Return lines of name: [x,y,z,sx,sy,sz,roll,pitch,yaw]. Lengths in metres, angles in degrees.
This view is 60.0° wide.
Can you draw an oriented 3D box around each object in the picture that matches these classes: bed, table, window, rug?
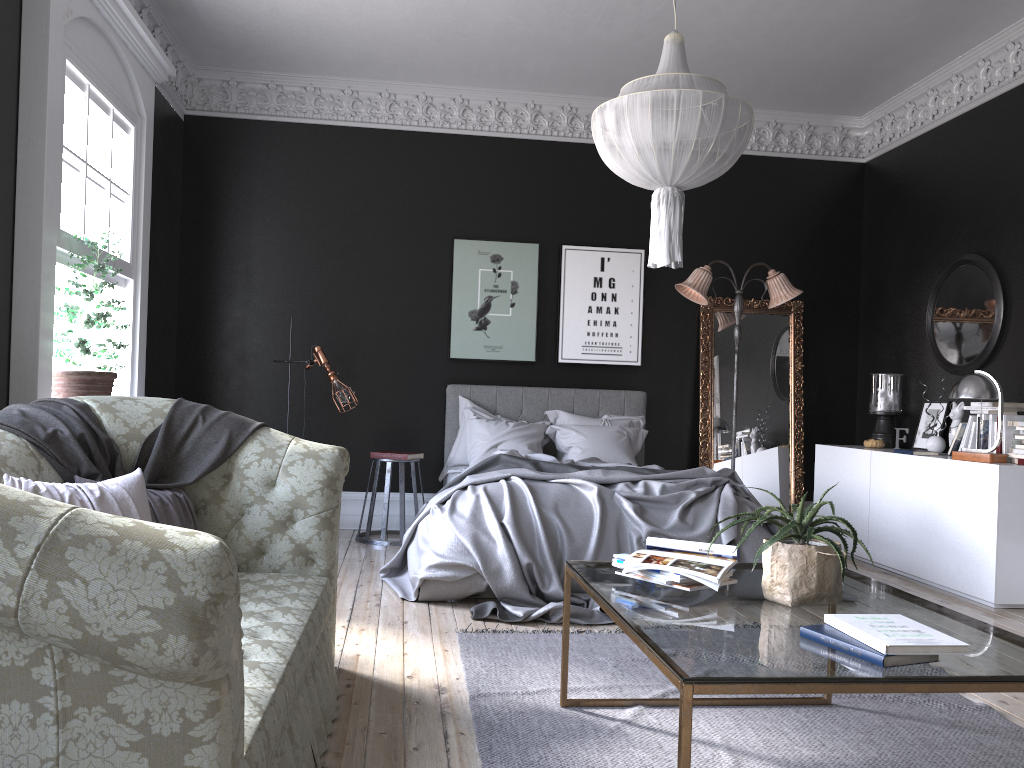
bed: [0.388,0.655,6.381,2.766,1.298,3.283,2,-1,-19]
table: [0.824,0.966,2.759,1.092,0.558,1.449,2,-1,-7]
window: [-2.503,-1.234,5.296,0.056,1.017,1.263,2,-1,-7]
rug: [0.959,1.238,2.824,2.106,0.050,3.645,2,-1,-6]

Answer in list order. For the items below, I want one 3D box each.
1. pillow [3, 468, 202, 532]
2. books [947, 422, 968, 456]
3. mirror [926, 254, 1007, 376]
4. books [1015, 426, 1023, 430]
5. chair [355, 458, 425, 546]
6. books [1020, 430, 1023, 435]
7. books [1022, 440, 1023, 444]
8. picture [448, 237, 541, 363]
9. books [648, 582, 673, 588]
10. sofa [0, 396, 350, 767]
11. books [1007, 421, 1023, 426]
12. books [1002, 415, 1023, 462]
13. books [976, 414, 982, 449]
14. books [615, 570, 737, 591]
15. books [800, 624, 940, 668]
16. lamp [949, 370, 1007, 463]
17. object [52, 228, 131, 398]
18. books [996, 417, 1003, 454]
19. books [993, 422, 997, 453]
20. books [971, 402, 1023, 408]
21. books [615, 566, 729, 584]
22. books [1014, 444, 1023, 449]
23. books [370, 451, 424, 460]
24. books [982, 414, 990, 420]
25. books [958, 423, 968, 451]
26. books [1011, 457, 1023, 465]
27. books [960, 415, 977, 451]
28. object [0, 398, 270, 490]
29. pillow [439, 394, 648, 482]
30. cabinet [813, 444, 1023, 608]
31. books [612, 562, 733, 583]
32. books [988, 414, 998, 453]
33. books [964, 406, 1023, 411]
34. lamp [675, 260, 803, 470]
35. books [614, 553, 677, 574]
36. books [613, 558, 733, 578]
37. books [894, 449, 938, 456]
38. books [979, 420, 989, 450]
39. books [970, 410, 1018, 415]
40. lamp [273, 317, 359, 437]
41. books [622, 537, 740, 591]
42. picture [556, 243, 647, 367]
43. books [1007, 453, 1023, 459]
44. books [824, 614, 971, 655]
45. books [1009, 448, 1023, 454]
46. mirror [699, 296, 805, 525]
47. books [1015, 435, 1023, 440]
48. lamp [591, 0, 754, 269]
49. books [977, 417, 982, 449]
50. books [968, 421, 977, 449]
pillow: [-1.367,0.519,3.125,0.405,0.461,0.964,2,-1,0]
books: [3.225,0.394,6.274,0.203,0.246,0.158,2,0,-7]
mirror: [3.437,-0.526,6.763,0.061,0.924,0.924,2,-1,-7]
books: [3.361,0.283,5.580,0.307,0.024,0.220,3,-1,-32]
chair: [-0.961,0.942,7.258,0.613,0.673,0.613,2,-1,37]
books: [3.340,0.309,5.574,0.220,0.030,0.306,2,-1,23]
books: [3.340,0.369,5.591,0.193,0.030,0.289,1,-1,24]
picture: [-0.154,-0.741,7.873,0.792,1.078,0.014,2,0,-7]
books: [0.537,0.669,3.055,0.162,0.023,0.231,2,-1,-6]
sofa: [-1.354,0.619,2.605,1.606,1.160,2.813,2,-1,-6]
books: [3.321,0.255,5.582,0.306,0.030,0.220,2,-1,13]
books: [3.314,0.359,5.796,0.220,0.308,0.050,2,0,-7]
books: [3.304,0.364,6.100,0.221,0.307,0.030,2,0,-7]
books: [0.551,0.651,2.990,0.252,0.011,0.318,3,-1,-40]
books: [0.915,0.666,2.279,0.193,0.030,0.289,2,-1,-23]
lamp: [3.023,0.206,5.763,0.328,0.590,0.340,2,0,-27]
object: [-2.335,-0.294,4.890,0.505,1.134,0.474,2,0,33]
books: [3.311,0.365,5.839,0.235,0.295,0.038,2,0,-7]
books: [3.302,0.384,5.902,0.195,0.258,0.026,2,0,-7]
books: [3.317,0.142,6.054,0.220,0.030,0.306,2,-1,3]
books: [0.537,0.640,3.031,0.252,0.011,0.318,2,-1,-25]
books: [3.333,0.399,5.584,0.268,0.029,0.203,3,-1,-37]
books: [-0.938,0.584,7.259,0.346,0.045,0.275,2,-1,23]
books: [3.287,0.362,6.008,0.220,0.307,0.024,2,0,-7]
books: [3.260,0.396,6.236,0.195,0.245,0.132,2,0,-7]
books: [3.308,0.487,5.545,0.294,0.038,0.235,2,-1,20]
books: [3.265,0.369,6.188,0.220,0.296,0.126,2,0,-7]
object: [-1.564,0.343,3.547,0.517,0.585,1.367,2,-1,42]
pillow: [0.315,0.488,7.491,1.830,0.760,0.680,2,0,-7]
cabinet: [3.066,0.959,6.588,0.570,0.882,2.396,2,-1,-7]
books: [0.541,0.630,3.016,0.252,0.011,0.318,3,-1,-35]
books: [3.297,0.361,5.930,0.220,0.307,0.024,2,0,-7]
books: [3.289,0.169,6.050,0.220,0.024,0.307,2,-1,-17]
lamp: [1.892,0.166,7.514,0.986,2.411,0.773,2,0,26]
books: [0.547,0.609,3.043,0.252,0.011,0.318,3,-1,-30]
books: [0.546,0.620,3.034,0.252,0.011,0.318,3,-1,-35]
books: [2.928,0.495,6.422,0.193,0.030,0.289,2,-1,-1]
books: [3.251,0.380,5.978,0.204,0.270,0.029,2,0,-7]
books: [3.289,0.194,6.057,0.195,0.026,0.259,2,-1,3]
lamp: [-2.012,0.347,7.280,1.717,1.779,0.437,2,0,31]
books: [0.566,0.595,2.965,0.322,0.109,0.273,1,-1,28]
picture: [0.808,-0.706,7.993,0.792,1.078,0.014,2,0,-7]
books: [3.317,0.456,5.552,0.319,0.025,0.228,2,-1,3]
books: [0.981,0.641,2.283,0.220,0.024,0.307,2,-1,-7]
books: [3.322,0.428,5.580,0.318,0.031,0.229,2,-1,23]
mirror: [2.192,0.302,8.088,0.991,2.192,0.254,2,0,-7]
books: [3.333,0.339,5.578,0.289,0.030,0.193,3,-1,-33]
lamp: [0.793,-1.592,4.365,0.782,2.049,0.784,2,0,37]
books: [3.260,0.370,6.033,0.193,0.289,0.030,2,0,-7]
books: [3.270,0.389,6.156,0.195,0.256,0.091,2,0,-7]
